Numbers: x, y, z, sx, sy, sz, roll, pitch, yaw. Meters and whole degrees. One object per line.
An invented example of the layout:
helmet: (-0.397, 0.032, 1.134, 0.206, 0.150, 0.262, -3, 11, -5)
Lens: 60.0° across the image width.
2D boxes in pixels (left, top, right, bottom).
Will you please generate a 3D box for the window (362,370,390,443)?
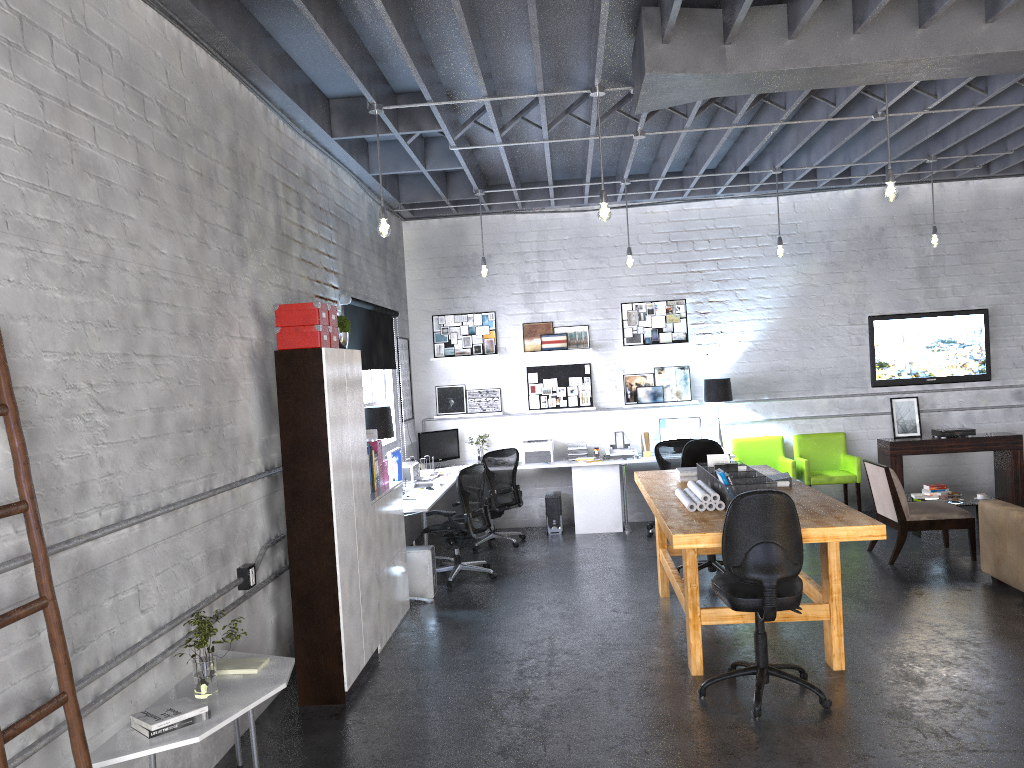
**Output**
window: (-1.391, -0.002, 8.351, 0.030, 1.220, 1.821, -3, 1, 4)

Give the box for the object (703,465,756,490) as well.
object: (1.501, 0.665, 6.124, 0.316, 0.156, 0.306, -3, 1, 4)

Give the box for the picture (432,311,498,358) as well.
picture: (-0.552, -0.573, 10.335, 0.749, 0.503, 0.058, -3, 2, 4)

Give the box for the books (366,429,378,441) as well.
books: (-1.119, 0.483, 6.806, 0.192, 0.267, 0.060, -3, 2, 4)

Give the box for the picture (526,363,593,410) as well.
picture: (0.552, 0.031, 10.286, 0.749, 0.503, 0.058, -3, 2, 4)

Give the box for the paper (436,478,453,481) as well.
paper: (-0.685, 0.967, 8.973, 0.159, 0.001, 0.115, -4, 1, -8)

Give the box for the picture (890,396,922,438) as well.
picture: (4.453, 0.377, 10.022, 0.308, 0.457, 0.092, -3, 2, 4)

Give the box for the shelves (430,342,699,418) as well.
shelves: (0.591, -0.040, 10.210, 3.024, 0.694, 0.199, -3, 2, 4)

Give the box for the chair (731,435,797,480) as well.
chair: (2.823, 1.066, 9.946, 0.611, 0.921, 0.515, -3, 2, 4)

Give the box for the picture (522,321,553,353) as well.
picture: (0.305, -0.543, 10.288, 0.355, 0.343, 0.042, -3, 2, 4)

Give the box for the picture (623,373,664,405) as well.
picture: (1.516, 0.053, 10.221, 0.452, 0.345, 0.054, -3, 2, 4)

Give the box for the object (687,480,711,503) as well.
object: (1.200, 0.690, 5.713, 0.057, 0.057, 0.635, -3, 1, 4)

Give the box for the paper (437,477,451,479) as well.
paper: (-0.704, 0.966, 9.098, 0.159, 0.001, 0.115, -4, 1, -13)

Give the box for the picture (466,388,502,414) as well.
picture: (-0.329, 0.197, 10.355, 0.410, 0.277, 0.036, -3, 2, 4)

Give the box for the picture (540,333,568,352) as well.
picture: (0.487, -0.480, 10.260, 0.311, 0.196, 0.029, -3, 2, 4)

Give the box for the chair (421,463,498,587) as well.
chair: (-0.520, 1.244, 8.025, 0.753, 1.032, 0.731, -3, 2, 8)

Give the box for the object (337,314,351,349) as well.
object: (-1.135, -0.336, 5.820, 0.169, 0.240, 0.171, -3, 2, 3)

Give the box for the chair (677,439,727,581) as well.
chair: (1.669, 1.057, 7.378, 0.659, 1.165, 0.686, -3, 2, 2)

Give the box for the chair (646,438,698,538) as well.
chair: (1.718, 1.085, 9.488, 0.731, 1.032, 0.753, -4, 2, -27)

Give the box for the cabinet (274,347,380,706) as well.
cabinet: (-1.117, 0.814, 5.494, 0.291, 2.048, 0.872, -3, 2, 4)

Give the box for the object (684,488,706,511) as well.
object: (1.174, 0.741, 5.716, 0.058, 0.057, 0.635, -3, 1, 4)

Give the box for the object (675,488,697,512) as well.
object: (1.117, 0.744, 5.720, 0.057, 0.058, 0.635, -3, 1, 4)

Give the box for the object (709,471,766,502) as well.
object: (1.481, 0.671, 5.817, 0.316, 0.156, 0.306, -3, 1, 4)

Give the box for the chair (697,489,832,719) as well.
chair: (1.313, 1.121, 4.833, 0.659, 1.165, 0.686, -3, 2, 2)

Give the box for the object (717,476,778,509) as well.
object: (1.461, 0.678, 5.510, 0.316, 0.156, 0.306, -3, 1, 4)

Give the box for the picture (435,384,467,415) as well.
picture: (-0.714, 0.186, 10.382, 0.355, 0.343, 0.042, -3, 2, 4)

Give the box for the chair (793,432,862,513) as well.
chair: (3.516, 1.025, 9.899, 0.611, 0.921, 0.515, -3, 2, 4)

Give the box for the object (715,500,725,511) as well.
object: (1.288, 0.735, 5.709, 0.058, 0.057, 0.635, -3, 1, 4)

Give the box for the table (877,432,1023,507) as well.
table: (4.871, 0.995, 9.868, 1.410, 0.820, 0.403, -3, 2, 4)

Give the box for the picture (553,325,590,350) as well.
picture: (0.690, -0.533, 10.261, 0.410, 0.277, 0.036, -3, 2, 4)

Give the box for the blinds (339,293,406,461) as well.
blinds: (-1.254, 0.051, 8.344, 0.100, 1.633, 2.118, -3, 1, 4)

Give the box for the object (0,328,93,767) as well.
object: (-1.473, 0.846, 2.672, 0.320, 2.122, 0.425, -3, 2, 4)

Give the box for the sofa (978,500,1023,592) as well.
sofa: (4.766, 1.156, 6.356, 2.330, 0.629, 1.104, -3, 1, 4)

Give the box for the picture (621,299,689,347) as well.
picture: (1.639, -0.702, 10.187, 0.749, 0.503, 0.058, -3, 2, 4)

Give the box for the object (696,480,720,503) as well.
object: (1.257, 0.687, 5.709, 0.057, 0.057, 0.635, -3, 1, 4)

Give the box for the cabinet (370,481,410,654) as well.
cabinet: (-1.116, 1.310, 6.552, 0.465, 1.022, 1.151, -3, 1, 4)

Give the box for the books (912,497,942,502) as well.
books: (4.105, 1.147, 8.775, 0.174, 0.045, 0.240, -4, 1, -7)

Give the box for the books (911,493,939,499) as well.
books: (4.096, 1.111, 8.796, 0.223, 0.027, 0.161, -3, 1, 13)

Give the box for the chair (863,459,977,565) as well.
chair: (3.575, 1.096, 7.816, 0.725, 0.842, 0.574, -3, 2, 4)

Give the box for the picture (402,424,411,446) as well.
picture: (-1.161, 0.561, 9.784, 0.036, 0.221, 0.289, -3, 1, 4)

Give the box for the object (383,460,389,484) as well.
object: (-1.096, 0.701, 7.009, 0.214, 0.177, 0.161, -3, 2, 4)

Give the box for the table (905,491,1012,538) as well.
table: (4.397, 1.300, 8.913, 0.873, 0.300, 0.872, -3, 1, 7)

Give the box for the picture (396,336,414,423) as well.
picture: (-1.195, -0.054, 9.930, 0.020, 0.935, 0.658, -3, 2, 4)

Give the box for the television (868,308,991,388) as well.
television: (4.704, -0.402, 9.991, 1.324, 0.817, 0.021, -3, 2, 3)

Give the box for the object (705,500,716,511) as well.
object: (1.231, 0.737, 5.713, 0.057, 0.058, 0.635, -3, 1, 4)

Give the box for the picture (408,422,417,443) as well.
picture: (-1.138, 0.554, 10.131, 0.036, 0.221, 0.289, -3, 1, 4)

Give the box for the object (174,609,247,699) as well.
object: (-1.299, 1.164, 3.831, 0.297, 0.363, 0.270, -2, 2, 39)

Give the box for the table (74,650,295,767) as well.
table: (-1.255, 1.610, 3.816, 0.517, 0.532, 1.335, -3, 1, 4)

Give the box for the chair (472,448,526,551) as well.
chair: (-0.252, 1.204, 9.466, 0.753, 1.032, 0.731, -3, 2, 28)

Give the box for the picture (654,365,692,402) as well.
picture: (1.850, 0.002, 10.206, 0.410, 0.409, 0.047, -3, 2, 4)

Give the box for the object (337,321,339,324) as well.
object: (-1.191, -0.331, 5.675, 0.171, 0.240, 0.169, -2, 2, 43)

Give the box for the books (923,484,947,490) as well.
books: (4.321, 1.050, 9.056, 0.185, 0.041, 0.128, -3, 1, -2)
